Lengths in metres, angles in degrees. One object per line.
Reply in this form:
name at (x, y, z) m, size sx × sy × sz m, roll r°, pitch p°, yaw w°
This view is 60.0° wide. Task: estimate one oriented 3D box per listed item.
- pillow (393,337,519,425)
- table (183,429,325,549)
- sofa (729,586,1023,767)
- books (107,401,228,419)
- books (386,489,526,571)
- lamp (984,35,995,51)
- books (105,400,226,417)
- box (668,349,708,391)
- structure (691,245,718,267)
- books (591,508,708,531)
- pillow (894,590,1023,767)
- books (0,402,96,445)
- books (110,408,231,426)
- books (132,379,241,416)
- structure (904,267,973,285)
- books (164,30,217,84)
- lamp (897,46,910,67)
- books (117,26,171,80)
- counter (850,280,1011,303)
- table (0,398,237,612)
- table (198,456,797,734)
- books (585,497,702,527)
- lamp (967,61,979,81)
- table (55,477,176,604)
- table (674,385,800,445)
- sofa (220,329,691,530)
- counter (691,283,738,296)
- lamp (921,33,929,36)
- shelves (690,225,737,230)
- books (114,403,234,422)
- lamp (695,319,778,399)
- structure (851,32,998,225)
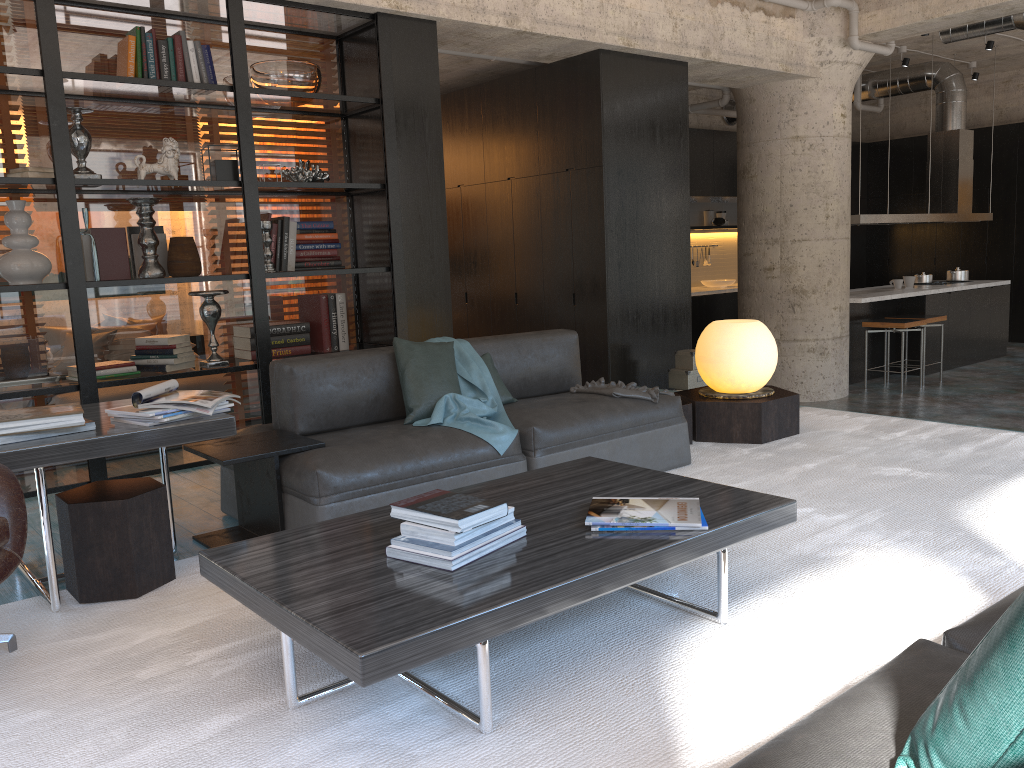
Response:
pillow at (-0.250, -0.032, 4.052) m, size 0.670 × 0.393 × 0.320 m, roll -8°, pitch 10°, yaw -32°
table at (-1.018, 0.430, 3.549) m, size 0.413 × 0.390 × 0.420 m, roll -9°, pitch 11°, yaw -38°
sofa at (1.061, 0.513, 1.289) m, size 2.063 × 0.680 × 1.019 m, roll -9°, pitch 11°, yaw -38°
books at (-1.227, 0.087, 3.177) m, size 0.252 × 0.011 × 0.318 m, roll 2°, pitch 9°, yaw 28°
books at (-0.168, 0.377, 2.395) m, size 0.279 × 0.116 × 0.322 m, roll 3°, pitch 10°, yaw 36°
lamp at (5.267, -3.818, 9.830) m, size 0.145 × 0.236 × 0.107 m, roll 3°, pitch 10°, yaw 34°
books at (-1.235, 0.077, 3.172) m, size 0.252 × 0.011 × 0.318 m, roll 3°, pitch 10°, yaw 32°
box at (1.397, -0.043, 6.924) m, size 0.280 × 0.441 × 0.331 m, roll 4°, pitch 11°, yaw 40°
structure at (2.630, -1.854, 12.905) m, size 1.171 × 0.315 × 0.074 m, roll -9°, pitch 11°, yaw -38°
books at (0.389, 0.380, 2.563) m, size 0.318 × 0.011 × 0.252 m, roll -2°, pitch 8°, yaw 6°
pillow at (0.936, 0.276, 1.184) m, size 1.042 × 0.466 × 0.349 m, roll -7°, pitch 9°, yaw -28°
books at (-1.558, 0.127, 2.921) m, size 0.320 × 0.075 × 0.278 m, roll -8°, pitch 10°, yaw -34°
books at (-1.220, 0.108, 3.174) m, size 0.252 × 0.011 × 0.318 m, roll 4°, pitch 10°, yaw 37°
books at (-1.175, 0.054, 3.221) m, size 0.273 × 0.109 × 0.322 m, roll -2°, pitch 8°, yaw 1°
structure at (5.347, -1.356, 11.108) m, size 0.833 × 0.187 × 0.506 m, roll -9°, pitch 11°, yaw -38°
books at (-1.802, -1.783, 4.926) m, size 0.258 × 0.298 × 0.221 m, roll -9°, pitch 11°, yaw -38°
lamp at (4.663, -3.899, 10.569) m, size 0.145 × 0.236 × 0.107 m, roll 3°, pitch 10°, yaw 34°
books at (-1.995, -1.749, 4.775) m, size 0.231 × 0.290 × 0.216 m, roll -9°, pitch 11°, yaw -38°
counter at (4.554, -1.096, 10.377) m, size 3.500 × 0.046 × 1.000 m, roll -9°, pitch 11°, yaw -38°
table at (-1.522, 0.409, 3.222) m, size 0.800 × 0.570 × 0.800 m, roll -9°, pitch 11°, yaw -38°
table at (0.005, 0.558, 2.585) m, size 1.500 × 0.309 × 0.900 m, roll -9°, pitch 11°, yaw -38°
books at (0.382, 0.369, 2.567) m, size 0.318 × 0.011 × 0.252 m, roll -1°, pitch 8°, yaw 10°
lamp at (6.104, -4.136, 11.735) m, size 0.145 × 0.236 × 0.107 m, roll 3°, pitch 10°, yaw 34°
table at (-1.373, 0.532, 3.079) m, size 0.316 × 0.340 × 0.365 m, roll 1°, pitch 9°, yaw 21°
table at (1.170, 0.187, 5.053) m, size 1.044 × 0.230 × 0.616 m, roll -9°, pitch 11°, yaw -38°
sofa at (-0.213, 0.149, 4.165) m, size 2.063 × 0.680 × 1.019 m, roll -9°, pitch 11°, yaw -38°
counter at (2.930, -1.305, 12.628) m, size 4.360 × 0.142 × 1.000 m, roll -9°, pitch 11°, yaw -38°
lamp at (4.191, -3.648, 9.010) m, size 0.107 × 0.236 × 0.145 m, roll 3°, pitch 10°, yaw 34°
shelves at (2.710, -2.235, 12.716) m, size 4.362 × 0.043 × 0.403 m, roll -9°, pitch 11°, yaw -38°
books at (-1.208, 0.096, 3.183) m, size 0.252 × 0.011 × 0.318 m, roll 2°, pitch 9°, yaw 28°
lamp at (1.291, -0.154, 5.111) m, size 0.462 × 0.417 × 0.462 m, roll -4°, pitch 8°, yaw -10°
structure at (4.595, -2.907, 10.194) m, size 3.117 × 2.100 × 0.538 m, roll -9°, pitch 11°, yaw -38°
